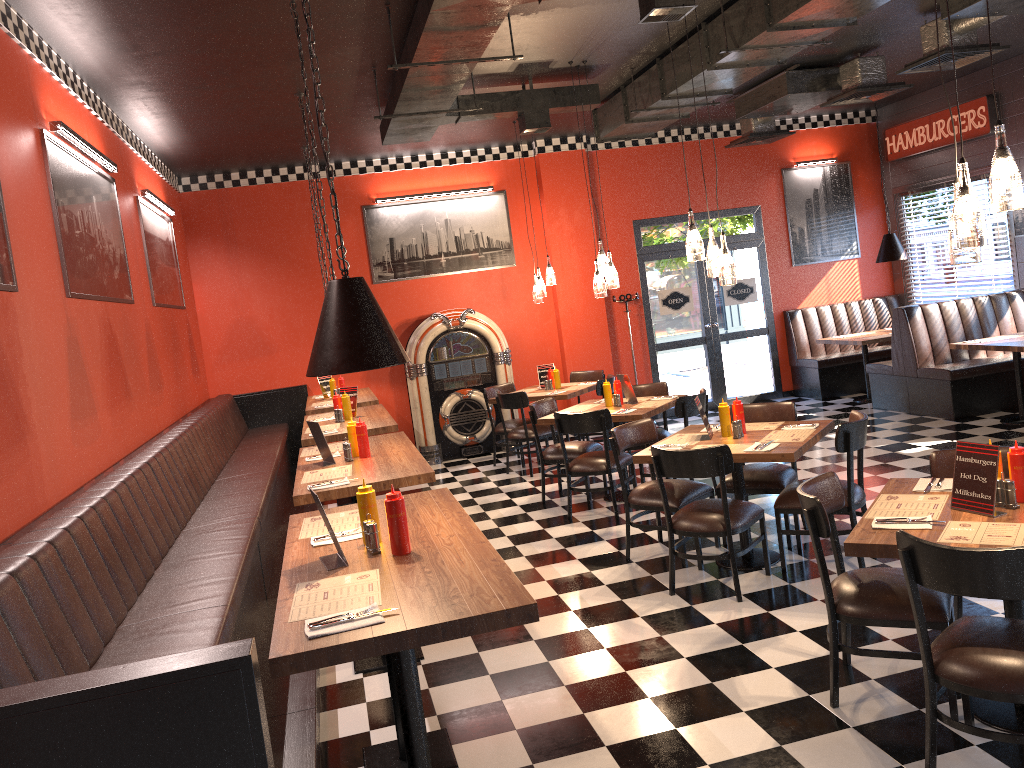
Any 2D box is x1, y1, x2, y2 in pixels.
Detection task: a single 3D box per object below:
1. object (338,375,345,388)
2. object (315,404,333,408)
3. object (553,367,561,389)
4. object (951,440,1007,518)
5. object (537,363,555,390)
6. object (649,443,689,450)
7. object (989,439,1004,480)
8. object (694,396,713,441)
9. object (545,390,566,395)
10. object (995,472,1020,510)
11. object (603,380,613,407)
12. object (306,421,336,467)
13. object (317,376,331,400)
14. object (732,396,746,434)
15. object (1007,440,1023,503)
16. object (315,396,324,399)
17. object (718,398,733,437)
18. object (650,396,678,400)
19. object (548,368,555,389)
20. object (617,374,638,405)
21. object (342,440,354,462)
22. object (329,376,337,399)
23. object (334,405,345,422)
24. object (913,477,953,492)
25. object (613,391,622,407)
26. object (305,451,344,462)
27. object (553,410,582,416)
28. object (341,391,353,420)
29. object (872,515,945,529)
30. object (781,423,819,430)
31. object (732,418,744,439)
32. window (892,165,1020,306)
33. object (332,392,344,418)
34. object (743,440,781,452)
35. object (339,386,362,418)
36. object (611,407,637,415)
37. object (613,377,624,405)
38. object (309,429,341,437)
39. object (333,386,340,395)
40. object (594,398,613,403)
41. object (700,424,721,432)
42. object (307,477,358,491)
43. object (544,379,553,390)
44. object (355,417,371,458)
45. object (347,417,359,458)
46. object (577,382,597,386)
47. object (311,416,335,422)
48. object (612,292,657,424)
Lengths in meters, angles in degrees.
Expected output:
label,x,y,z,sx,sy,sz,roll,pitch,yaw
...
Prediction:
label,x,y,z,sx,sy,sz,roll,pitch,yaw
object,-1.799,0.022,9.370,0.068,0.237,0.068,-9,3,-18
object,-1.795,0.205,8.630,0.255,0.019,0.158,-9,6,-15
object,0.481,-0.069,9.481,0.068,0.237,0.068,-9,3,-15
object,1.746,0.355,3.343,0.072,0.256,0.188,-9,4,-22
object,0.382,-0.082,9.652,0.188,0.256,0.072,-8,3,-2
object,0.974,0.378,5.393,0.254,0.019,0.158,-4,7,34
object,1.881,0.334,3.465,0.068,0.237,0.068,-8,3,3
object,1.204,0.210,5.558,0.072,0.256,0.189,-7,4,18
object,0.462,0.083,9.100,0.157,0.019,0.256,-4,7,36
object,1.863,0.400,3.354,0.047,0.136,0.094,-9,4,-22
object,0.818,0.073,7.573,0.068,0.237,0.068,-8,3,-7
object,-1.103,0.337,5.115,0.072,0.256,0.188,-10,4,-32
object,-1.964,0.029,9.431,0.072,0.256,0.189,-5,5,38
object,1.416,0.193,5.533,0.068,0.237,0.068,-8,3,-7
object,1.943,0.333,3.394,0.068,0.237,0.068,-6,4,31
object,-2.025,0.133,9.684,0.255,0.019,0.158,-9,6,-15
object,1.325,0.207,5.515,0.068,0.237,0.068,-8,3,-7
object,1.288,0.117,7.618,0.254,0.019,0.158,-4,7,36
object,0.426,-0.069,9.557,0.068,0.237,0.068,-9,3,-15
object,0.988,0.040,7.585,0.072,0.256,0.188,-9,4,-22
object,-0.952,0.378,5.125,0.047,0.136,0.094,-9,4,-22
object,-1.891,0.035,9.361,0.068,0.237,0.068,-9,3,-18
object,-1.396,0.240,7.137,0.093,0.136,0.047,-4,5,43
object,1.795,0.428,3.761,0.157,0.019,0.256,-4,7,34
object,0.887,0.124,7.499,0.047,0.136,0.094,-9,4,-22
object,-1.129,0.434,5.387,0.255,0.019,0.158,-9,6,-15
object,0.485,0.240,7.469,0.254,0.019,0.158,-5,6,26
object,-1.345,0.173,7.206,0.068,0.237,0.068,-9,3,-23
object,1.484,0.514,3.317,0.254,0.019,0.158,-5,6,27
object,1.763,0.262,5.488,0.254,0.019,0.158,-4,7,32
object,1.380,0.261,5.427,0.046,0.136,0.094,-5,5,38
window,5.484,-1.719,10.949,0.128,1.709,2.030,-8,5,-12
object,-1.426,0.180,7.252,0.068,0.237,0.068,-9,3,-17
object,1.430,0.351,5.046,0.157,0.019,0.256,-4,7,35
object,-1.353,0.154,7.319,0.188,0.256,0.072,-6,4,29
object,0.908,0.215,7.146,0.157,0.019,0.256,-4,7,35
object,0.909,0.059,7.591,0.068,0.237,0.068,-8,3,-7
object,-1.370,0.354,6.538,0.255,0.019,0.158,-9,6,-15
object,-1.822,0.089,9.258,0.094,0.136,0.046,-10,4,-32
object,0.831,0.148,7.930,0.157,0.019,0.256,-4,7,33
object,1.330,0.288,5.819,0.157,0.019,0.256,-5,6,26
object,-0.900,0.496,4.448,0.255,0.019,0.158,-9,6,-15
object,0.393,-0.004,9.478,0.094,0.136,0.047,-9,3,-12
object,-0.873,0.311,5.165,0.068,0.237,0.068,-7,3,8
object,-0.934,0.312,5.236,0.068,0.237,0.068,-8,3,-3
object,0.803,-0.006,9.535,0.254,0.019,0.158,-4,7,33
object,-1.568,0.292,7.436,0.255,0.019,0.158,-9,6,-15
object,1.523,-0.304,11.102,0.374,1.654,0.376,-7,3,11
